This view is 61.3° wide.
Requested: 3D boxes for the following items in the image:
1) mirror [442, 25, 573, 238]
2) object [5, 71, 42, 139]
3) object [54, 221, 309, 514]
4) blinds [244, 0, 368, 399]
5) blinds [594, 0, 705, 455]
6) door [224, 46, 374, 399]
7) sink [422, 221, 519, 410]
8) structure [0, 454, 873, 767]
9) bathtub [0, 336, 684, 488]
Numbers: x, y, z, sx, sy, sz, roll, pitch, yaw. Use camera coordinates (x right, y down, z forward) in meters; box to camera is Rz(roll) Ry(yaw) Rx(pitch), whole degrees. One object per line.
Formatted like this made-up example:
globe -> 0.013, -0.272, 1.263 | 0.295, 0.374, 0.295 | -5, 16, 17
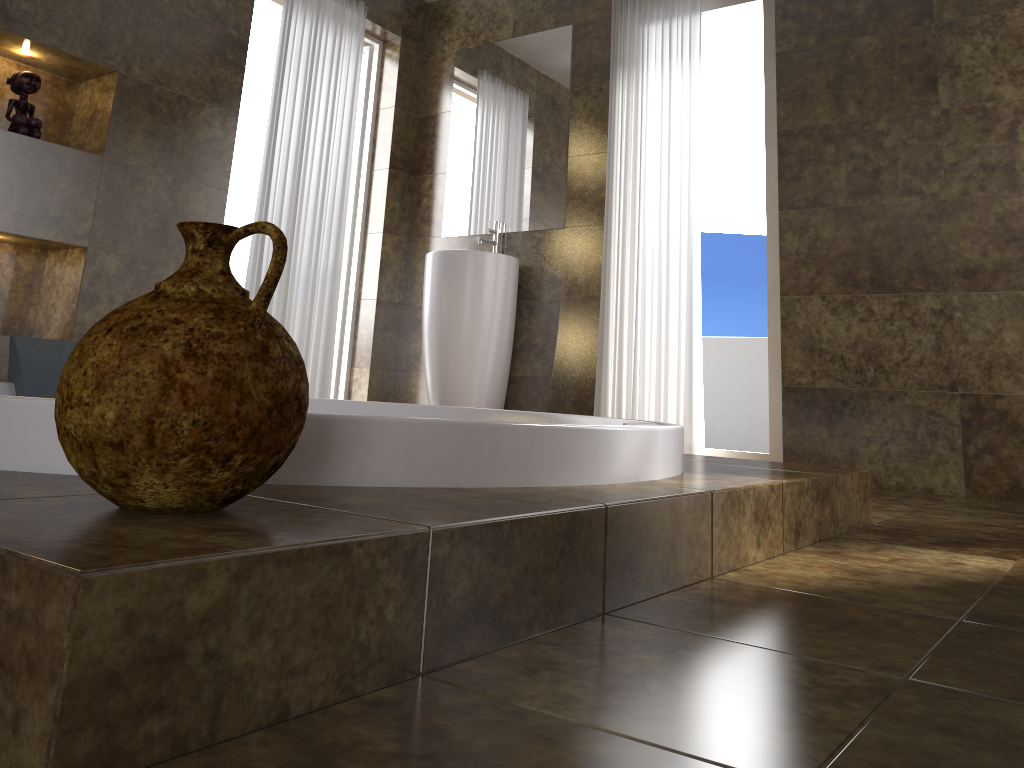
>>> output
mirror -> -0.031, -1.324, 4.561 | 0.762, 1.131, 0.008 | -3, -14, 33
object -> -1.824, -1.049, 3.244 | 0.173, 0.295, 0.108 | -4, -14, 34
object -> -0.313, -0.022, 0.848 | 0.230, 0.285, 0.221 | 2, -9, 7
blinds -> -0.987, -0.905, 4.163 | 0.067, 2.359, 0.580 | -6, -16, 35
blinds -> 0.631, -0.820, 3.939 | 0.514, 2.347, 0.065 | -5, -16, 33
door -> -1.299, -0.857, 4.925 | 0.958, 2.308, 0.038 | -2, -14, 23
sink -> -0.218, -0.267, 4.134 | 0.454, 1.177, 0.423 | -6, -15, 37
structure -> -0.520, 0.189, 1.870 | 1.996, 0.128, 1.953 | 3, -1, 35
bathtub -> -0.521, 0.181, 1.871 | 1.733, 0.542, 1.715 | 4, -2, -24
